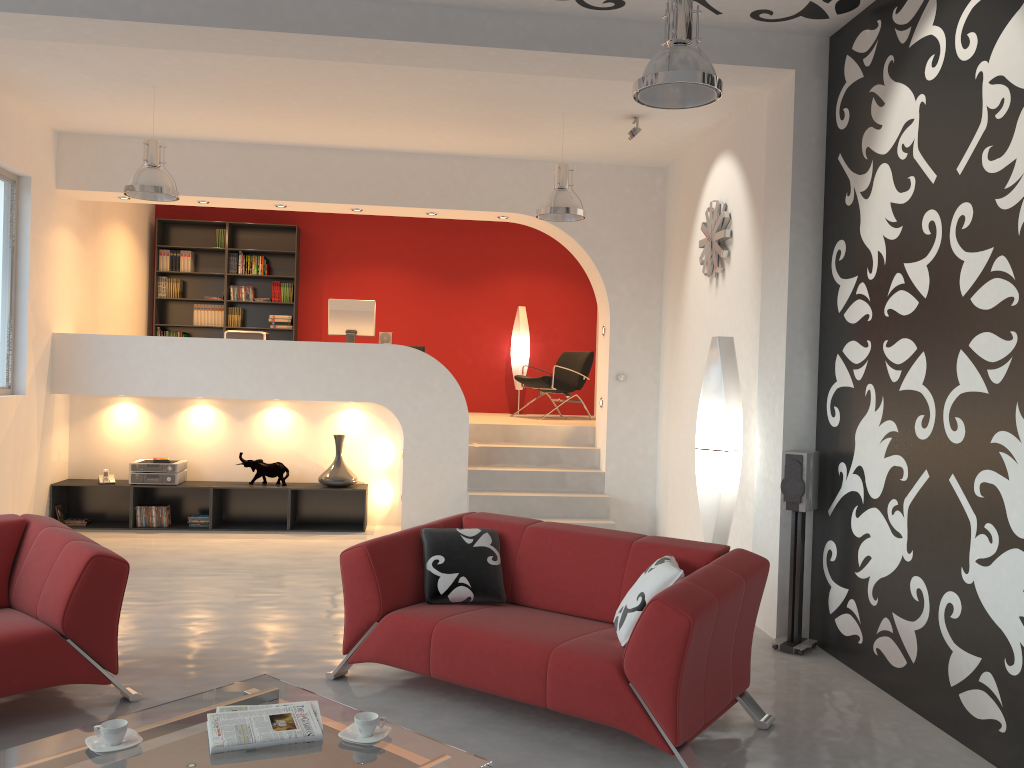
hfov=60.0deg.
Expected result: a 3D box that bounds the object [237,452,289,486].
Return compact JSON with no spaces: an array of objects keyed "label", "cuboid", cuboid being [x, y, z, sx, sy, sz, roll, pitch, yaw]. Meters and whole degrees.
[{"label":"object","cuboid":[-2.324,0.791,8.283,0.507,0.296,0.191,2,1,9]}]

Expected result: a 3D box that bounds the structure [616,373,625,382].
[{"label":"structure","cuboid":[1.029,-0.062,8.378,0.080,0.080,0.016,2,1,-6]}]

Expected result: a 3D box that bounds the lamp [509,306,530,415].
[{"label":"lamp","cuboid":[0.100,-0.292,11.095,0.237,1.349,0.237,2,1,2]}]

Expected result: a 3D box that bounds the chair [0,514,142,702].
[{"label":"chair","cuboid":[-2.386,1.010,3.758,0.951,0.738,1.288,2,1,44]}]

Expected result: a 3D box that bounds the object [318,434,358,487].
[{"label":"object","cuboid":[-1.628,0.719,8.336,0.369,0.481,0.369,1,1,-41]}]

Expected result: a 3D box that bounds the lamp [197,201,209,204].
[{"label":"lamp","cuboid":[-2.847,-1.675,8.179,0.105,0.011,0.105,2,1,-18]}]

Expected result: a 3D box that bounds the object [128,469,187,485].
[{"label":"object","cuboid":[-3.253,0.852,8.152,0.430,0.100,0.365,2,1,-6]}]

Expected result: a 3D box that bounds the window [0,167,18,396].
[{"label":"window","cuboid":[-3.997,-0.795,6.099,0.100,1.800,2.400,2,1,-6]}]

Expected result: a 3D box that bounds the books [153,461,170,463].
[{"label":"books","cuboid":[-3.213,0.709,8.130,0.135,0.015,0.190,1,1,-26]}]

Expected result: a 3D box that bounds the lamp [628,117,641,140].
[{"label":"lamp","cuboid":[0.946,-1.962,6.823,0.112,0.176,0.118,2,1,36]}]

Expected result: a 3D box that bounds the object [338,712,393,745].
[{"label":"object","cuboid":[-0.477,1.120,2.897,0.153,0.069,0.153,2,1,20]}]

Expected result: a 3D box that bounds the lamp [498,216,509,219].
[{"label":"lamp","cuboid":[-0.085,-1.593,8.491,0.105,0.011,0.105,2,1,-18]}]

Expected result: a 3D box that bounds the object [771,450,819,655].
[{"label":"object","cuboid":[1.606,0.935,4.988,0.214,1.112,0.229,2,1,39]}]

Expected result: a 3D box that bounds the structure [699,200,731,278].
[{"label":"structure","cuboid":[1.564,-1.127,6.905,0.090,0.596,0.596,2,1,-6]}]

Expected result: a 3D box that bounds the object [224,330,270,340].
[{"label":"object","cuboid":[-2.585,-0.408,8.714,0.397,0.217,0.458,2,1,-6]}]

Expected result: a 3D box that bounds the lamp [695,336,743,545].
[{"label":"lamp","cuboid":[1.334,0.585,5.740,0.313,1.779,0.313,2,1,2]}]

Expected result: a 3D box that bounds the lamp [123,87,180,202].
[{"label":"lamp","cuboid":[-2.605,-1.761,6.437,0.379,0.800,0.379,1,1,-35]}]

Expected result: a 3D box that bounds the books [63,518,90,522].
[{"label":"books","cuboid":[-3.956,1.237,8.058,0.190,0.015,0.135,2,1,-6]}]

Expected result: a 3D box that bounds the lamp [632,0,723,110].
[{"label":"lamp","cuboid":[0.719,-1.631,3.794,0.379,0.800,0.379,2,1,-14]}]

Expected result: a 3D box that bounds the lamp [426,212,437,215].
[{"label":"lamp","cuboid":[-0.761,-1.613,8.415,0.105,0.011,0.105,2,1,-18]}]

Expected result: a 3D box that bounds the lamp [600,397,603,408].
[{"label":"lamp","cuboid":[0.868,0.181,8.622,0.011,0.105,0.105,2,1,-6]}]

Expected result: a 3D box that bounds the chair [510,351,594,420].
[{"label":"chair","cuboid":[0.476,0.003,10.354,0.768,0.795,0.664,1,1,-31]}]

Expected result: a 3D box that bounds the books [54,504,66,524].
[{"label":"books","cuboid":[-4.069,1.182,7.994,0.063,0.187,0.135,2,1,-6]}]

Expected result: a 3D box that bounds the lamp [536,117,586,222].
[{"label":"lamp","cuboid":[0.383,-1.672,6.775,0.379,0.800,0.379,1,1,-35]}]

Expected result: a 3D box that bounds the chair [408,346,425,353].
[{"label":"chair","cuboid":[-1.394,-0.053,10.084,0.664,0.795,0.768,2,1,14]}]

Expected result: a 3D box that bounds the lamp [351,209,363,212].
[{"label":"lamp","cuboid":[-1.456,-1.634,8.336,0.105,0.011,0.105,2,1,-18]}]

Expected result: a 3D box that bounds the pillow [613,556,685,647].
[{"label":"pillow","cuboid":[0.587,0.925,3.812,0.288,0.343,0.402,2,1,1]}]

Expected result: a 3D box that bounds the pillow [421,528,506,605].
[{"label":"pillow","cuboid":[-0.240,0.894,4.368,0.402,0.343,0.288,2,1,-14]}]

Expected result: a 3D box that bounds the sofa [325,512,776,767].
[{"label":"sofa","cuboid":[0.152,1.086,4.098,1.929,0.738,0.951,2,1,34]}]

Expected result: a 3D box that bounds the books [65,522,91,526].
[{"label":"books","cuboid":[-3.946,1.267,8.060,0.190,0.015,0.135,2,1,-6]}]

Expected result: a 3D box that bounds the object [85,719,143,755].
[{"label":"object","cuboid":[-1.243,1.097,2.773,0.153,0.069,0.153,1,1,-40]}]

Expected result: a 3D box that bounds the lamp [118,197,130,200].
[{"label":"lamp","cuboid":[-3.542,-1.696,8.100,0.105,0.011,0.105,2,1,-3]}]

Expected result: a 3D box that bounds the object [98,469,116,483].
[{"label":"object","cuboid":[-3.666,0.832,8.026,0.130,0.117,0.146,1,1,-31]}]

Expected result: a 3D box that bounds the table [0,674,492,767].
[{"label":"table","cuboid":[-0.857,1.288,2.679,1.162,0.286,1.097,2,1,39]}]

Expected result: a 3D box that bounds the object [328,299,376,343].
[{"label":"object","cuboid":[-1.580,-0.603,8.744,0.458,0.452,0.230,2,1,-6]}]

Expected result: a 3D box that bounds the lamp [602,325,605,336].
[{"label":"lamp","cuboid":[0.890,-0.518,8.615,0.011,0.105,0.105,2,1,-6]}]

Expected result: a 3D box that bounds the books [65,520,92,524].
[{"label":"books","cuboid":[-3.940,1.252,8.060,0.190,0.015,0.135,2,1,-6]}]

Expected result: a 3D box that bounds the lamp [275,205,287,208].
[{"label":"lamp","cuboid":[-2.152,-1.655,8.258,0.105,0.011,0.105,2,1,-18]}]

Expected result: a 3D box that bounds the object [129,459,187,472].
[{"label":"object","cuboid":[-3.251,0.753,8.158,0.430,0.077,0.349,2,1,-6]}]

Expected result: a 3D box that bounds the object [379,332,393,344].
[{"label":"object","cuboid":[-1.263,-0.442,8.832,0.133,0.147,0.151,2,1,-23]}]

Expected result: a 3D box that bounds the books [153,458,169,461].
[{"label":"books","cuboid":[-3.217,0.693,8.138,0.135,0.015,0.190,2,1,-21]}]
